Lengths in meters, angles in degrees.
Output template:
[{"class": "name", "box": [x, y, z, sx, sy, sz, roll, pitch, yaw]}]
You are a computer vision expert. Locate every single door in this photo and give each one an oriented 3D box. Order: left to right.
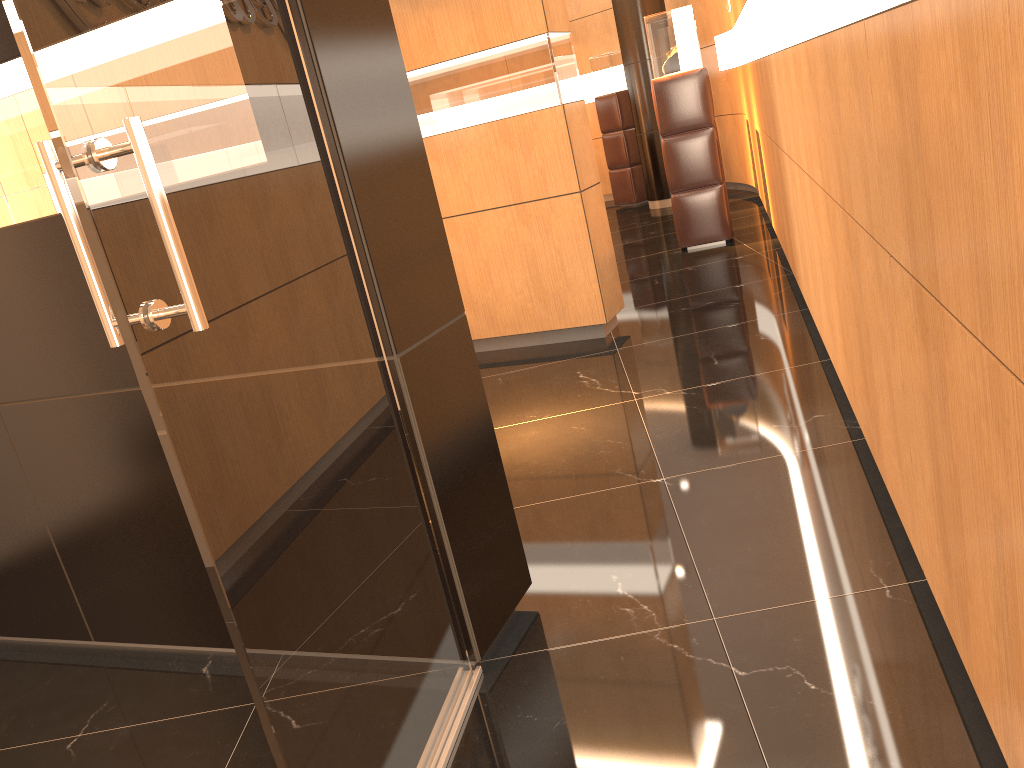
[{"class": "door", "box": [-0.692, -0.337, 0.837, 0.098, 3.285, 2.473, -9, 16, 15]}]

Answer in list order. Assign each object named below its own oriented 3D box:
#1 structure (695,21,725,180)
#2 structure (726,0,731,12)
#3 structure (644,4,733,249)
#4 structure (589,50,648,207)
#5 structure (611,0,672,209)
[{"class": "structure", "box": [1.975, -2.879, 9.714, 0.498, 2.000, 0.484, -9, 16, 15]}, {"class": "structure", "box": [2.008, -3.764, 8.248, 0.034, 0.442, 2.050, -9, 16, 15]}, {"class": "structure", "box": [1.545, -2.229, 7.783, 0.498, 1.968, 0.484, -9, 16, 15]}, {"class": "structure", "box": [1.518, -3.438, 11.997, 0.484, 2.000, 0.498, -22, 18, -29]}, {"class": "structure", "box": [1.686, -3.926, 10.917, 0.613, 3.430, 0.613, -8, 17, 19]}]
